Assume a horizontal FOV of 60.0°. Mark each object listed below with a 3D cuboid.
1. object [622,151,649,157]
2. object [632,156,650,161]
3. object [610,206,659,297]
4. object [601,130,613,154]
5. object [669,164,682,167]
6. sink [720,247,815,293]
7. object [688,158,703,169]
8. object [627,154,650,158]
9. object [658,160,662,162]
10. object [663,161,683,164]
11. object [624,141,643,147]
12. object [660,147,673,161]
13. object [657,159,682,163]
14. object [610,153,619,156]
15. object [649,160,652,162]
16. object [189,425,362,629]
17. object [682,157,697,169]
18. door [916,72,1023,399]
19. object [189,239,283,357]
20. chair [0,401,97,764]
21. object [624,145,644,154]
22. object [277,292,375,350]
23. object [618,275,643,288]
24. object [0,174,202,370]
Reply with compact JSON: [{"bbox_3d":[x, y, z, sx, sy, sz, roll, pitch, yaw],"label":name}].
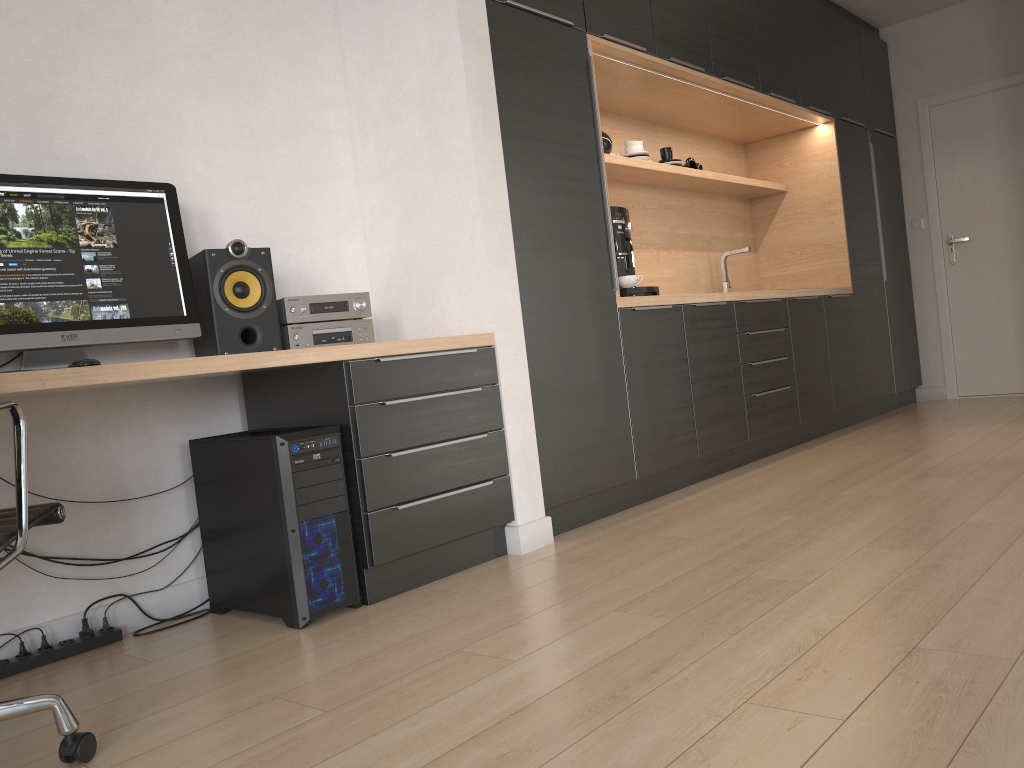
[{"bbox_3d":[0.622,-1.146,4.485,0.145,0.025,0.145,-6,2,27],"label":"object"},{"bbox_3d":[0.625,-1.122,4.486,0.145,0.025,0.145,-6,2,27],"label":"object"},{"bbox_3d":[0.437,-0.562,4.033,0.584,0.398,0.618,-5,2,41],"label":"object"},{"bbox_3d":[0.381,-1.160,4.263,0.240,0.171,0.213,-7,2,-13],"label":"object"},{"bbox_3d":[0.844,-1.156,4.771,0.145,0.025,0.145,-8,2,-36],"label":"object"},{"bbox_3d":[1.447,-0.548,5.189,0.512,0.518,0.626,-5,2,41],"label":"sink"},{"bbox_3d":[1.031,-1.235,5.026,0.066,0.093,0.100,-8,2,-39],"label":"object"},{"bbox_3d":[0.624,-1.133,4.489,0.145,0.025,0.145,-6,2,27],"label":"object"},{"bbox_3d":[0.857,-1.195,4.916,0.066,0.092,0.084,-8,2,-43],"label":"object"},{"bbox_3d":[0.846,-1.168,4.772,0.145,0.025,0.145,-8,2,-36],"label":"object"},{"bbox_3d":[0.615,-1.204,4.484,0.095,0.075,0.098,-8,2,-37],"label":"object"},{"bbox_3d":[0.832,-1.221,4.764,0.066,0.092,0.084,-6,2,10],"label":"object"},{"bbox_3d":[0.841,-1.180,4.770,0.145,0.025,0.145,-8,2,-36],"label":"object"},{"bbox_3d":[0.484,-1.120,4.464,0.099,0.057,0.095,-7,2,-2],"label":"object"},{"bbox_3d":[0.682,-1.160,4.719,0.099,0.057,0.095,-5,2,39],"label":"object"},{"bbox_3d":[-0.691,0.403,2.590,0.474,0.527,0.215,-5,2,41],"label":"object"},{"bbox_3d":[0.985,-1.223,4.984,0.066,0.093,0.100,-8,2,-34],"label":"object"},{"bbox_3d":[3.356,-0.981,5.993,0.974,2.136,0.085,-5,2,41],"label":"door"},{"bbox_3d":[-0.860,-0.249,2.731,0.198,0.354,0.249,-8,2,-34],"label":"object"},{"bbox_3d":[-1.177,0.258,1.482,0.664,0.991,0.699,-7,2,2],"label":"chair"},{"bbox_3d":[0.619,-1.170,4.489,0.095,0.057,0.099,-6,2,13],"label":"object"},{"bbox_3d":[-0.637,-0.190,2.891,0.285,0.174,0.270,-8,2,-34],"label":"object"},{"bbox_3d":[0.492,-0.429,3.775,0.099,0.057,0.095,-5,2,44],"label":"object"},{"bbox_3d":[-1.224,-0.287,2.378,0.716,0.535,0.190,-8,2,-44],"label":"object"}]
